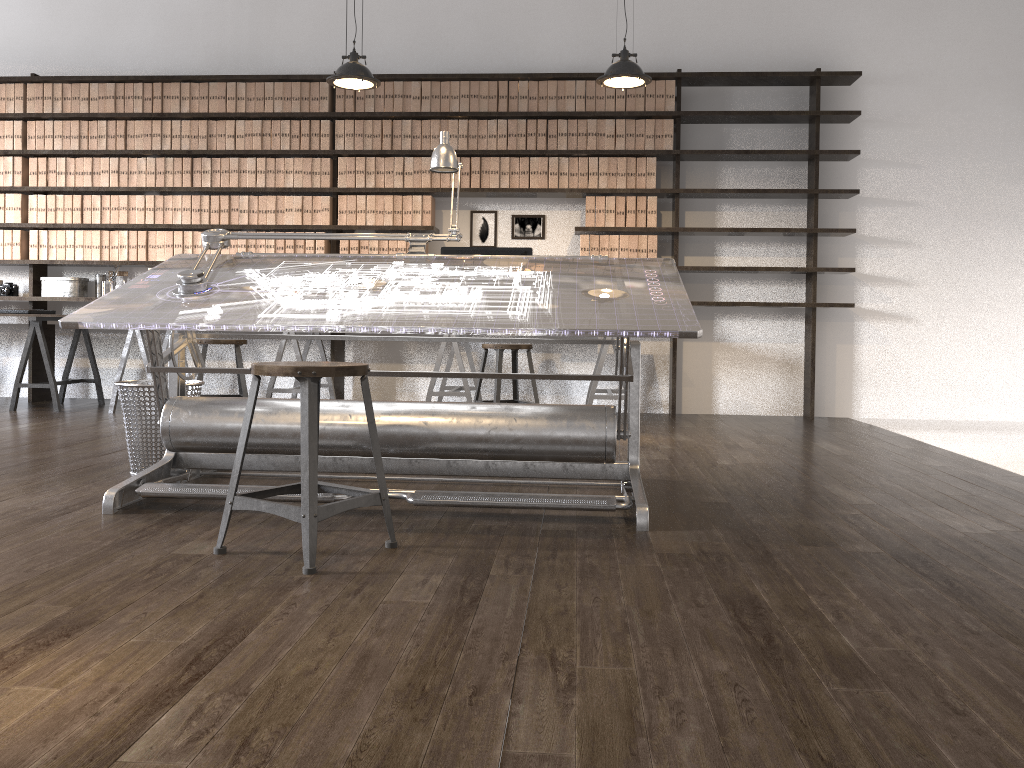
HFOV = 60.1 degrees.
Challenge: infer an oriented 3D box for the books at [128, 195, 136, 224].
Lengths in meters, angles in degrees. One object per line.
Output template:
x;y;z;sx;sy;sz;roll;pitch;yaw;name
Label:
-2.809;-1.293;6.654;0.067;0.225;0.175;1;2;4;books

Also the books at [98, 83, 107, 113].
-3.034;-2.126;6.661;0.067;0.225;0.175;1;2;4;books

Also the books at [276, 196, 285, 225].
-1.687;-1.271;6.572;0.067;0.225;0.175;1;2;4;books

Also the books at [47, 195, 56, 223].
-3.433;-1.305;6.695;0.067;0.225;0.175;1;2;4;books

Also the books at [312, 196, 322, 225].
-1.418;-1.266;6.555;0.067;0.225;0.174;1;2;4;books

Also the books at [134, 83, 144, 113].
-2.759;-2.121;6.638;0.067;0.225;0.174;1;2;4;books

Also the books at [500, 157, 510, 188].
-0.045;-1.522;6.447;0.067;0.225;0.174;1;2;4;books

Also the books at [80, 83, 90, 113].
-3.169;-2.129;6.667;0.067;0.225;0.175;1;2;4;books

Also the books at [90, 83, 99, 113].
-3.097;-2.127;6.664;0.067;0.225;0.175;1;2;4;books

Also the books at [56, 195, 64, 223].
-3.369;-1.304;6.695;0.067;0.225;0.175;1;2;4;books

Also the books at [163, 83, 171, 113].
-2.539;-2.117;6.626;0.067;0.225;0.175;1;2;4;books

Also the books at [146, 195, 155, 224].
-2.675;-1.290;6.641;0.067;0.225;0.175;1;2;4;books

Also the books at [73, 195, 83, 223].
-3.230;-1.301;6.681;0.067;0.225;0.175;1;2;4;books

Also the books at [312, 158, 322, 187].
-1.422;-1.543;6.549;0.067;0.225;0.175;1;2;4;books

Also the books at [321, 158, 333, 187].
-1.352;-1.542;6.545;0.067;0.225;0.175;1;2;4;books

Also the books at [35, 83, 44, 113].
-3.523;-2.136;6.691;0.067;0.225;0.175;1;2;4;books

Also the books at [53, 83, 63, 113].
-3.379;-2.133;6.684;0.067;0.225;0.174;1;2;4;books

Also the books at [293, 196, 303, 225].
-1.558;-1.269;6.559;0.067;0.225;0.175;1;2;4;books

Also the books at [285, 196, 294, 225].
-1.625;-1.270;6.566;0.067;0.225;0.175;1;2;4;books

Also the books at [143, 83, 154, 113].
-2.688;-2.120;6.637;0.067;0.225;0.175;1;2;4;books

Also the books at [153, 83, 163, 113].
-2.614;-2.118;6.626;0.067;0.225;0.175;1;2;4;books

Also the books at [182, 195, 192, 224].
-2.393;-1.285;6.619;0.067;0.225;0.175;1;2;4;books

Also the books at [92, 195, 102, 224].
-3.085;-1.298;6.672;0.067;0.225;0.174;1;2;4;books

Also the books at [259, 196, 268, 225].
-1.821;-1.274;6.583;0.067;0.225;0.175;1;2;4;books

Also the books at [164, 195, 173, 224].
-2.534;-1.288;6.637;0.067;0.225;0.174;1;2;4;books

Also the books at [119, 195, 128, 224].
-2.876;-1.294;6.655;0.067;0.225;0.175;1;2;4;books

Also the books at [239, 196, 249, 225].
-1.963;-1.276;6.590;0.067;0.225;0.174;1;2;4;books

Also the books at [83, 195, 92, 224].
-3.155;-1.300;6.681;0.067;0.225;0.175;1;2;4;books

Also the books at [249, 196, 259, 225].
-1.892;-1.275;6.589;0.067;0.225;0.174;1;2;4;books

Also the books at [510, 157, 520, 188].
0.025;-1.521;6.446;0.067;0.225;0.174;1;2;4;books

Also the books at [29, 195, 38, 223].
-3.577;-1.308;6.709;0.067;0.225;0.174;1;2;4;books

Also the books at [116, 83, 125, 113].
-2.900;-2.124;6.652;0.067;0.225;0.175;1;2;4;books

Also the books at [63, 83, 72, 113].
-3.309;-2.132;6.683;0.067;0.225;0.174;1;2;4;books

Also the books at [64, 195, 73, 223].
-3.304;-1.303;6.692;0.067;0.225;0.175;1;2;4;books

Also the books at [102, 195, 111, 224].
-3.014;-1.297;6.671;0.067;0.225;0.174;1;2;4;books

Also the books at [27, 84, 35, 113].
-3.586;-2.137;6.700;0.067;0.225;0.175;1;2;4;books

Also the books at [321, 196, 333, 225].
-1.354;-1.264;6.543;0.067;0.225;0.175;1;2;4;books

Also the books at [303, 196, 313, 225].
-1.488;-1.267;6.558;0.067;0.225;0.175;1;2;4;books

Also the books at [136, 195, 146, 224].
-2.747;-1.292;6.648;0.067;0.225;0.175;1;2;4;books

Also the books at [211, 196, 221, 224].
-2.182;-1.281;6.610;0.067;0.225;0.175;1;2;4;books

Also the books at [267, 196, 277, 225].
-1.754;-1.272;6.573;0.067;0.225;0.175;1;2;4;books

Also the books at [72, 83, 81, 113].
-3.239;-2.130;6.676;0.067;0.225;0.175;1;2;4;books

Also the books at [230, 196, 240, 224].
-2.033;-1.278;6.599;0.067;0.225;0.175;1;2;4;books

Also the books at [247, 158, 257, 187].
-1.905;-1.552;6.583;0.067;0.225;0.175;1;2;4;books

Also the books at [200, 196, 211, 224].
-2.258;-1.282;6.613;0.067;0.225;0.175;1;2;4;books

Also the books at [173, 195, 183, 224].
-2.465;-1.286;6.628;0.067;0.225;0.174;1;2;4;books

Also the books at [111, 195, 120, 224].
-2.943;-1.296;6.665;0.067;0.225;0.175;1;2;4;books

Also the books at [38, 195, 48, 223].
-3.505;-1.306;6.700;0.067;0.225;0.175;1;2;4;books

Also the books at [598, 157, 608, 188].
0.658;-1.509;6.396;0.067;0.225;0.175;1;2;4;books

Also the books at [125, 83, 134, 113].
-2.830;-2.123;6.647;0.067;0.225;0.174;1;2;4;books

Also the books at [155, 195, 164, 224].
-2.604;-1.289;6.640;0.067;0.225;0.175;1;2;4;books

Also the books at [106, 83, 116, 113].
-2.968;-2.125;6.651;0.067;0.225;0.175;1;2;4;books

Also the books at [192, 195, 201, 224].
-2.321;-1.283;6.614;0.067;0.225;0.175;1;2;4;books

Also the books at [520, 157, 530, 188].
0.095;-1.520;6.439;0.067;0.225;0.175;1;2;4;books

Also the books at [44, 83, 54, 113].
-3.451;-2.134;6.686;0.067;0.225;0.175;1;2;4;books

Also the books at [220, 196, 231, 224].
-2.108;-1.279;6.599;0.067;0.225;0.175;1;2;4;books
